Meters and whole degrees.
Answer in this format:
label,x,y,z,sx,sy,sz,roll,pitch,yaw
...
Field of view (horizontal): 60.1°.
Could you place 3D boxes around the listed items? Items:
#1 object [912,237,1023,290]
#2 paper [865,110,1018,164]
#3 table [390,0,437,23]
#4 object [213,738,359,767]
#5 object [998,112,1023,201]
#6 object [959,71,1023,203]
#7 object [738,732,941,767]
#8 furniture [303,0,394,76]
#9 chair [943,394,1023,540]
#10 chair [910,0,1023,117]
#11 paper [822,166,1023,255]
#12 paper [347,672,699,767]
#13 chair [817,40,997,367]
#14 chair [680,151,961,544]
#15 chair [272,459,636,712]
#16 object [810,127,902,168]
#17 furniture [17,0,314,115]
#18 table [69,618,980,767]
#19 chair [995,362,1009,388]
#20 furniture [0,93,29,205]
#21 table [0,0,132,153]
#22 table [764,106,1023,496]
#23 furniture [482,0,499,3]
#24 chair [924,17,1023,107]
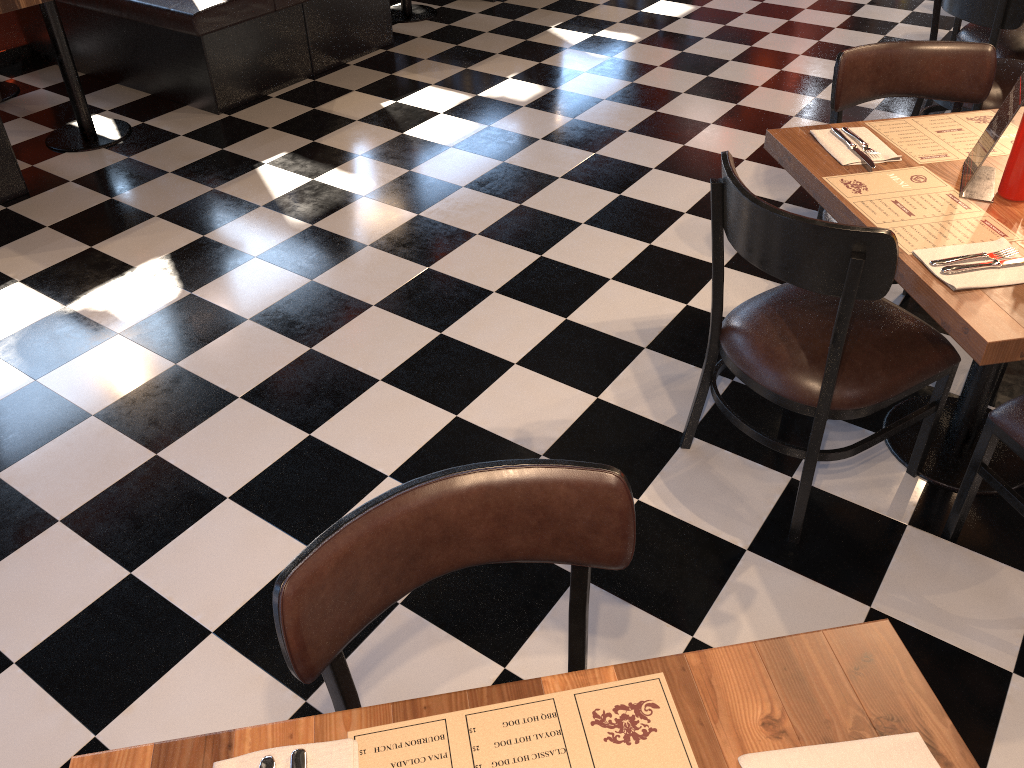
label,x,y,z,sx,sy,sz,roll,pitch,yaw
object,0.940,-0.242,1.742,0.255,0.018,0.161,-7,38,-7
paper,1.129,-0.630,2.249,0.365,0.001,0.266,-8,38,-8
table,-1.113,-2.936,5.903,1.703,0.757,0.970,23,44,28
object,-0.225,0.469,0.862,0.157,0.018,0.260,-7,38,-7
object,1.120,-0.516,1.913,0.068,0.233,0.069,26,45,32
object,1.068,-0.562,1.959,0.072,0.251,0.191,15,40,20
object,0.331,0.434,0.891,0.255,0.018,0.161,-5,38,-5
furniture,-1.604,-2.649,5.246,1.721,1.130,0.716,23,43,28
chair,1.354,0.139,1.796,0.487,0.849,0.555,-12,39,-13
chair,1.900,-1.208,3.513,0.545,0.849,0.496,-7,38,-7
paper,0.889,-0.389,1.947,0.261,0.001,0.373,-8,38,-8
paper,0.022,0.441,0.904,0.365,0.001,0.266,-8,38,-8
chair,1.177,-0.515,2.642,0.486,0.849,0.556,-4,37,-4
chair,0.742,-0.126,2.155,0.548,0.849,0.494,-22,42,-24
chair,0.006,0.603,1.240,0.488,0.849,0.554,-15,39,-17
object,0.856,-0.586,2.187,0.157,0.018,0.260,-5,38,-5
furniture,-2.009,-2.281,4.784,1.721,1.130,0.716,23,43,28
table,0.081,0.944,0.873,0.957,0.757,0.980,-7,38,-7
chair,1.726,-0.249,2.284,0.545,0.849,0.496,-10,38,-11
furniture,-2.975,-1.402,3.683,1.721,1.130,0.716,23,43,28
table,-2.476,-1.696,4.350,1.703,0.757,0.970,23,44,28
table,1.223,-0.124,2.212,0.957,0.757,0.980,-7,38,-7
furniture,-0.638,-3.528,6.347,1.721,1.130,0.716,23,43,28
chair,2.272,-1.597,4.001,0.487,0.849,0.556,-9,38,-9
